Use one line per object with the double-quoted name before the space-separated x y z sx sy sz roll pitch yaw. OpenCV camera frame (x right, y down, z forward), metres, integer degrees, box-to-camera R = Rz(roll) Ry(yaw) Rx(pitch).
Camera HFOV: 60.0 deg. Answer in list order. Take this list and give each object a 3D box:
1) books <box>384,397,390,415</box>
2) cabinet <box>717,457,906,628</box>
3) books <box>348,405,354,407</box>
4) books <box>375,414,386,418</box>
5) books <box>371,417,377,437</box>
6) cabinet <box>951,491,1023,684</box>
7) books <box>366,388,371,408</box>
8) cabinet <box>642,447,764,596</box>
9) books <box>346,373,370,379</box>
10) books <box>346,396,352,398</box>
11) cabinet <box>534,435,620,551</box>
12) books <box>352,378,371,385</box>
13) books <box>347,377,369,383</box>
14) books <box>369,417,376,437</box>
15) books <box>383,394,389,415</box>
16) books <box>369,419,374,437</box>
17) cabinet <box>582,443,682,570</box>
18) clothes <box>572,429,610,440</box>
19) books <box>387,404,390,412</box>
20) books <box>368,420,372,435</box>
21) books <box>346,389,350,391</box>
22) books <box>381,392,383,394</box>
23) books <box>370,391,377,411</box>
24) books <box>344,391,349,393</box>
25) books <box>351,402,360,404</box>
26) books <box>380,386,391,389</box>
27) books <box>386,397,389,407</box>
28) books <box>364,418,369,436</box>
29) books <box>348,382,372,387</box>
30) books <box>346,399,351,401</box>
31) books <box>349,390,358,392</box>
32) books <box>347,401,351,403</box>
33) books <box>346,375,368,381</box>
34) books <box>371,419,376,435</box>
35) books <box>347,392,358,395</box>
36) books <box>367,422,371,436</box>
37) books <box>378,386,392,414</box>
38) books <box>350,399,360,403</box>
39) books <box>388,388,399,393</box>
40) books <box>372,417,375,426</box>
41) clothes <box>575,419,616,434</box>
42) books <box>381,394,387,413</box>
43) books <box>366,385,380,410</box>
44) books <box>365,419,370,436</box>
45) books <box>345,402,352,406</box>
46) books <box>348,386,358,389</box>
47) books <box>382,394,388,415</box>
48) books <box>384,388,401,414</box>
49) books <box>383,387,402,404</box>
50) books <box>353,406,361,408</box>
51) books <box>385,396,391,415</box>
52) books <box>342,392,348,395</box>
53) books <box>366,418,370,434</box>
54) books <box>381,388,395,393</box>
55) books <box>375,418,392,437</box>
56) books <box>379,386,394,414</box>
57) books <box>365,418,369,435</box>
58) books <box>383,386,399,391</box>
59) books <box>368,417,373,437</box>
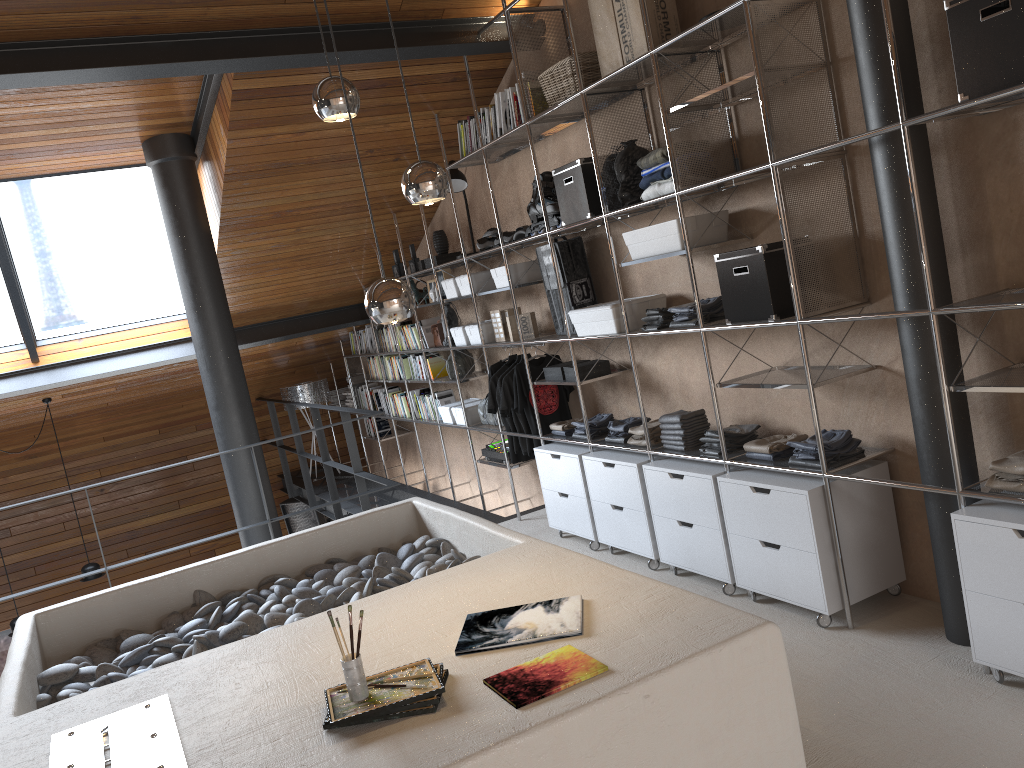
"books" -1.099 0.187 8.141 0.119 0.171 0.044 -14 7 -25
"cabinet" 1.229 0.621 3.653 0.435 0.561 0.527 -14 7 -25
"books" -1.597 0.207 9.306 0.222 0.021 0.174 -14 7 -25
"books" -1.265 0.401 8.617 0.137 0.216 0.049 -14 7 -25
"books" -1.289 0.402 8.667 0.133 0.218 0.051 -14 7 -26
"cabinet" 1.722 0.629 2.643 0.435 0.561 0.527 -14 7 -25
"books" -1.326 0.146 8.647 0.148 0.234 0.013 -14 7 -25
"cabinet" 0.986 0.617 4.156 0.435 0.561 0.527 -14 7 -25
"books" -1.552 -0.084 9.031 0.228 0.016 0.182 -14 7 -25
"books" -1.613 0.113 9.304 0.206 0.012 0.161 -16 7 -35
"cabinet" 0.487 0.609 5.170 0.435 0.561 0.527 -14 7 -25
"books" -1.517 -0.030 9.018 0.234 0.028 0.180 -14 7 -25
"books" -1.547 -0.049 9.022 0.216 0.021 0.174 -14 7 -25
"books" -1.303 0.397 8.715 0.155 0.215 0.055 -14 7 -25
"books" -1.104 0.172 8.156 0.127 0.200 0.046 -14 7 -25
"books" -1.339 0.422 8.745 0.112 0.177 0.009 -14 7 -25
"cabinet" 0.735 0.613 4.670 0.435 0.561 0.527 -14 7 -25
"clothes" 0.491 0.262 5.029 0.243 0.045 0.208 -14 7 -25
"books" -1.079 0.182 8.097 0.117 0.182 0.044 -14 7 -25
"books" -1.350 0.395 8.764 0.122 0.230 0.017 -14 7 -25
"books" -1.624 0.041 9.297 0.206 0.012 0.161 -14 7 -25
"books" -1.101 0.158 8.193 0.171 0.218 0.047 -14 7 -26
"books" -1.280 0.164 8.479 0.137 0.215 0.014 -14 7 -25
"books" -1.637 0.057 9.295 0.231 0.012 0.159 -14 6 -20
"books" -1.491 0.167 9.031 0.258 0.016 0.181 -14 7 -24
"books" -1.161 0.144 8.359 0.143 0.236 0.062 -14 7 -26
"books" -1.070 0.189 8.059 0.111 0.174 0.041 -14 7 -25
"books" -1.407 0.409 8.885 0.127 0.201 0.011 -14 7 -25
"books" -1.533 -0.004 9.010 0.228 0.016 0.182 -14 7 -25
"books" -1.599 0.145 9.286 0.234 0.016 0.182 -16 7 -35
"books" -1.527 0.051 9.024 0.254 0.012 0.158 -13 6 -14
"books" -1.596 0.160 9.288 0.234 0.016 0.182 -14 6 -20
"books" -1.550 -0.067 9.021 0.228 0.016 0.182 -14 7 -25
"books" -1.300 0.406 8.695 0.123 0.203 0.054 -14 7 -25
"books" -1.517 0.070 9.018 0.288 0.025 0.175 -14 6 -19
"books" -1.371 0.421 8.809 0.112 0.177 0.009 -14 7 -25
"books" -1.163 0.149 8.324 0.148 0.232 0.053 -14 7 -25
"books" -1.502 0.148 9.026 0.258 0.028 0.180 -14 6 -19
"books" -1.060 0.160 8.044 0.122 0.230 0.057 -14 7 -25
"books" -1.269 0.406 8.630 0.131 0.205 0.051 -14 7 -25
"clothes" 0.471 0.241 5.016 0.215 0.047 0.191 -14 7 -25
"books" -1.124 0.171 8.204 0.127 0.200 0.046 -14 7 -25
"books" -1.337 0.142 8.677 0.146 0.240 0.023 -14 7 -25
"books" -1.392 0.422 8.866 0.119 0.172 0.014 -14 7 -25
"books" -1.604 0.184 9.301 0.240 0.028 0.180 -16 7 -35
"books" -1.544 0.014 9.020 0.208 0.017 0.167 -14 7 -25
"books" -1.115 0.173 8.162 0.127 0.200 0.046 -14 7 -25
"books" -1.073 0.158 8.119 0.161 0.222 0.055 -14 7 -25
"books" -1.076 0.153 8.152 0.177 0.217 0.046 -14 7 -25
"books" -1.486 0.214 9.035 0.239 0.021 0.174 -14 6 -19
"books" -1.078 0.186 8.085 0.112 0.176 0.039 -14 7 -25
"books" -1.626 0.075 9.290 0.268 0.025 0.176 -14 7 -25
"books" -1.364 0.393 8.840 0.161 0.223 0.017 -14 7 -25
"books" -1.106 0.158 8.201 0.164 0.217 0.048 -14 7 -25
"books" -1.257 0.413 8.603 0.138 0.191 0.049 -14 7 -25
"books" -1.141 0.150 8.281 0.148 0.232 0.053 -14 7 -25
"books" -1.396 0.407 8.878 0.127 0.201 0.011 -14 7 -25
"books" -1.099 0.143 8.263 0.148 0.232 0.053 -14 7 -25
"books" -1.347 0.412 8.751 0.111 0.198 0.008 -14 7 -25
